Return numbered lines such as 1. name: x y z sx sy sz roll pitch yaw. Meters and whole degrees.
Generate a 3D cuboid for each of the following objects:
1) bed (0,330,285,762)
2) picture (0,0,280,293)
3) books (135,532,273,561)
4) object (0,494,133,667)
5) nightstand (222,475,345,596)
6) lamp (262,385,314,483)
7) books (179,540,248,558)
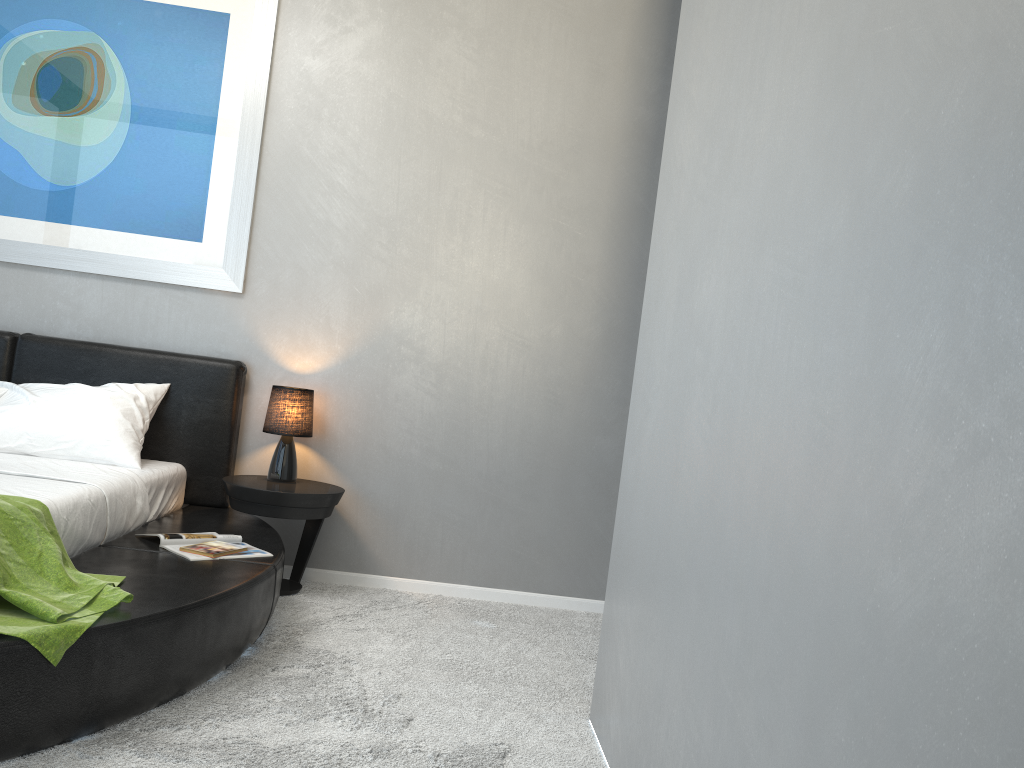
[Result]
1. bed: -2.086 0.234 2.576 2.755 0.934 2.616 7 -1 -4
2. picture: -1.986 -1.207 3.827 1.800 1.400 0.025 7 1 -4
3. books: -1.052 0.535 3.031 0.394 0.039 0.301 7 -1 42
4. object: -2.069 0.305 2.103 2.302 0.342 0.646 7 0 -4
5. nightstand: -0.972 0.634 3.688 0.496 0.440 0.497 7 0 25
6. lamp: -0.956 0.214 3.778 0.209 0.400 0.219 7 0 -23
7. books: -0.990 0.548 2.952 0.133 0.012 0.189 7 -1 18
